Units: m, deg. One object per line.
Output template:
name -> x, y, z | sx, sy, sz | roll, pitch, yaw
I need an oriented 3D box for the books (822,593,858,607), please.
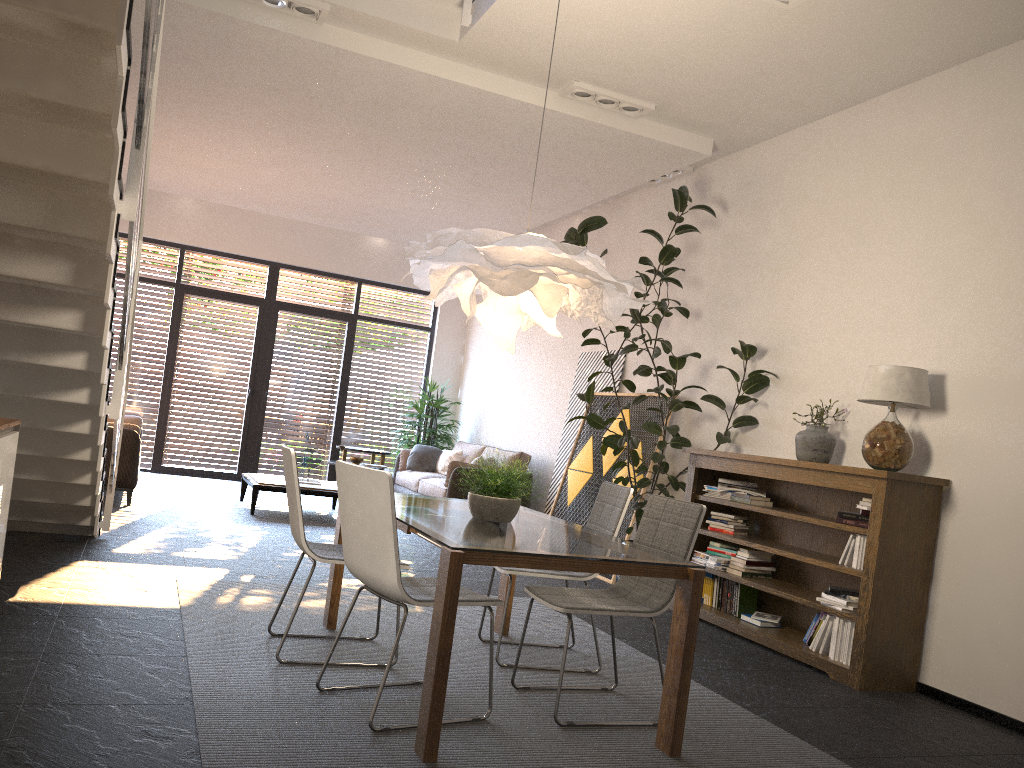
books -> 1.892, 1.220, 4.994 | 0.175, 0.024, 0.243 | 8, -3, -12

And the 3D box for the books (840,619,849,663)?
books -> 1.918, 1.433, 4.938 | 0.175, 0.244, 0.019 | 8, 0, -22

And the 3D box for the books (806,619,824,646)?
books -> 1.835, 1.467, 5.177 | 0.146, 0.183, 0.147 | 8, -1, -19

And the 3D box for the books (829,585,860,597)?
books -> 1.910, 1.177, 5.007 | 0.220, 0.023, 0.148 | 7, -3, 19

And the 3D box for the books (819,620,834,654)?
books -> 1.849, 1.450, 5.059 | 0.155, 0.203, 0.072 | 8, 0, -22

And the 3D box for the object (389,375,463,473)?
object -> -1.152, 0.739, 11.808 | 0.910, 1.722, 0.982 | 7, -1, 33

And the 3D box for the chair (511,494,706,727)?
chair -> 0.404, 0.916, 3.744 | 0.603, 0.919, 0.474 | 8, -1, -22

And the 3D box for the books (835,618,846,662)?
books -> 1.895, 1.430, 4.950 | 0.175, 0.244, 0.019 | 8, 0, -22

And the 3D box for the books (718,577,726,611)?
books -> 1.506, 1.443, 6.110 | 0.172, 0.241, 0.055 | 8, 0, -22

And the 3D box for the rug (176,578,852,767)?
rug -> -0.177, 1.307, 3.924 | 2.377, 0.006, 3.680 | 9, -3, -22

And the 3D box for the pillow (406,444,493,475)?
pillow -> -0.729, 0.931, 10.280 | 0.620, 0.342, 1.890 | 9, -3, -22

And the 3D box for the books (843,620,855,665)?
books -> 1.919, 1.430, 4.892 | 0.175, 0.244, 0.019 | 8, 0, -22

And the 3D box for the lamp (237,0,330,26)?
lamp -> -1.451, -2.356, 5.392 | 0.646, 0.066, 0.253 | 9, -3, -22

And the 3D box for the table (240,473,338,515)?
table -> -2.213, 1.166, 9.148 | 1.052, 0.307, 1.114 | 9, -3, -22

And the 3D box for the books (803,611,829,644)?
books -> 1.854, 1.449, 5.259 | 0.172, 0.227, 0.164 | 8, -1, -22

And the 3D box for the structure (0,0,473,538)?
structure -> 0.314, -2.875, 2.816 | 4.245, 8.306, 8.445 | 8, -2, -22

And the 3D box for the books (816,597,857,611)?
books -> 1.869, 1.239, 4.985 | 0.175, 0.019, 0.243 | 10, -4, -32

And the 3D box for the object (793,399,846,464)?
object -> 1.908, 0.290, 5.560 | 0.387, 0.412, 0.274 | 9, -2, -44

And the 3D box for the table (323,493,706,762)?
table -> -0.129, 0.956, 3.907 | 1.000, 0.714, 1.797 | 8, -3, -22

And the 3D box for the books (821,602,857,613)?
books -> 1.866, 1.258, 4.990 | 0.155, 0.020, 0.205 | 8, -3, -12

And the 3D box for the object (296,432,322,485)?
object -> -1.062, -1.318, 4.977 | 0.366, 4.471, 8.904 | 8, -2, -11

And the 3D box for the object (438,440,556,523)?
object -> -0.050, 0.439, 3.923 | 0.533, 0.367, 0.666 | 9, -3, -27

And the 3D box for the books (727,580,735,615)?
books -> 1.549, 1.443, 6.006 | 0.172, 0.241, 0.084 | 8, 0, -22

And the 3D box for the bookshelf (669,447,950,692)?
bookshelf -> 1.721, 1.065, 5.587 | 0.452, 1.171, 1.916 | 8, -2, -22

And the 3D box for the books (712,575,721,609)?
books -> 1.480, 1.443, 6.161 | 0.168, 0.241, 0.099 | 8, -1, -22

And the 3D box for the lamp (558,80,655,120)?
lamp -> 0.676, -2.025, 6.279 | 0.646, 0.066, 0.253 | 9, -3, -22

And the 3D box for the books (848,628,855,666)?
books -> 1.926, 1.449, 4.872 | 0.155, 0.205, 0.020 | 8, 0, -22

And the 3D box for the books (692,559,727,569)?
books -> 1.421, 1.251, 6.142 | 0.219, 0.008, 0.304 | 9, -3, -18

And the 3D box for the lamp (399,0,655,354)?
lamp -> 0.350, -2.702, 3.916 | 1.119, 5.211, 1.060 | 8, 0, -11

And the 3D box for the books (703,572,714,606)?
books -> 1.451, 1.445, 6.245 | 0.172, 0.235, 0.107 | 8, -1, -22

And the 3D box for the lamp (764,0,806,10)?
lamp -> 1.475, -2.023, 4.328 | 0.254, 0.066, 0.644 | 9, -3, -22

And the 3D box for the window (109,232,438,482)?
window -> -3.361, -0.191, 11.786 | 4.955, 3.028, 0.458 | 9, 0, -22

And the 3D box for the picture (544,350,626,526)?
picture -> 0.666, 0.662, 8.658 | 0.208, 2.018, 0.956 | 8, 0, -22

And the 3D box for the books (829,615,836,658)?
books -> 1.889, 1.434, 5.023 | 0.176, 0.243, 0.024 | 8, 0, -22

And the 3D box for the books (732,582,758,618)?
books -> 1.565, 1.441, 5.936 | 0.168, 0.241, 0.104 | 8, -1, -22

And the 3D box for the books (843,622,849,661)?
books -> 1.931, 1.434, 4.920 | 0.176, 0.243, 0.024 | 8, 0, -22

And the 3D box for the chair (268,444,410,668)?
chair -> -0.803, 0.771, 4.050 | 0.603, 0.919, 0.474 | 8, -1, -20

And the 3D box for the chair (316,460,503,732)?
chair -> -0.389, 0.792, 3.413 | 0.604, 0.919, 0.473 | 8, -1, -36

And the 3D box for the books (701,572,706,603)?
books -> 1.420, 1.446, 6.320 | 0.172, 0.234, 0.100 | 8, -1, -22

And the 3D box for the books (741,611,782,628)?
books -> 1.616, 1.530, 5.758 | 0.257, 0.050, 0.271 | 6, -3, 23

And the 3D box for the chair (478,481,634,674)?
chair -> 0.212, 0.929, 4.459 | 0.602, 0.919, 0.474 | 8, -1, -13

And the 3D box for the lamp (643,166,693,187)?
lamp -> 1.307, -1.859, 7.785 | 0.254, 0.066, 0.644 | 9, -3, -22

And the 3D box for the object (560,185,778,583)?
object -> 1.075, 0.026, 6.815 | 0.911, 3.199, 2.005 | 8, -1, -44

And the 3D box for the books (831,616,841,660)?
books -> 1.878, 1.429, 4.967 | 0.176, 0.243, 0.024 | 8, 0, -22

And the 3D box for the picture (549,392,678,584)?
picture -> 0.803, 0.853, 7.904 | 0.387, 1.604, 1.495 | 8, -1, -22

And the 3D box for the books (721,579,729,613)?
books -> 1.525, 1.451, 6.061 | 0.172, 0.224, 0.083 | 8, 0, -22

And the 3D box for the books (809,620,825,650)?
books -> 1.824, 1.453, 5.119 | 0.155, 0.194, 0.104 | 8, -1, -22

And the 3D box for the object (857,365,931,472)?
object -> 2.132, 0.203, 4.978 | 0.388, 0.582, 0.391 | 7, -1, 37

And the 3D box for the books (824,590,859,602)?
books -> 1.901, 1.199, 5.012 | 0.155, 0.022, 0.204 | 10, -4, -42

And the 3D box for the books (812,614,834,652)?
books -> 1.840, 1.433, 5.082 | 0.175, 0.235, 0.100 | 8, -1, -22
